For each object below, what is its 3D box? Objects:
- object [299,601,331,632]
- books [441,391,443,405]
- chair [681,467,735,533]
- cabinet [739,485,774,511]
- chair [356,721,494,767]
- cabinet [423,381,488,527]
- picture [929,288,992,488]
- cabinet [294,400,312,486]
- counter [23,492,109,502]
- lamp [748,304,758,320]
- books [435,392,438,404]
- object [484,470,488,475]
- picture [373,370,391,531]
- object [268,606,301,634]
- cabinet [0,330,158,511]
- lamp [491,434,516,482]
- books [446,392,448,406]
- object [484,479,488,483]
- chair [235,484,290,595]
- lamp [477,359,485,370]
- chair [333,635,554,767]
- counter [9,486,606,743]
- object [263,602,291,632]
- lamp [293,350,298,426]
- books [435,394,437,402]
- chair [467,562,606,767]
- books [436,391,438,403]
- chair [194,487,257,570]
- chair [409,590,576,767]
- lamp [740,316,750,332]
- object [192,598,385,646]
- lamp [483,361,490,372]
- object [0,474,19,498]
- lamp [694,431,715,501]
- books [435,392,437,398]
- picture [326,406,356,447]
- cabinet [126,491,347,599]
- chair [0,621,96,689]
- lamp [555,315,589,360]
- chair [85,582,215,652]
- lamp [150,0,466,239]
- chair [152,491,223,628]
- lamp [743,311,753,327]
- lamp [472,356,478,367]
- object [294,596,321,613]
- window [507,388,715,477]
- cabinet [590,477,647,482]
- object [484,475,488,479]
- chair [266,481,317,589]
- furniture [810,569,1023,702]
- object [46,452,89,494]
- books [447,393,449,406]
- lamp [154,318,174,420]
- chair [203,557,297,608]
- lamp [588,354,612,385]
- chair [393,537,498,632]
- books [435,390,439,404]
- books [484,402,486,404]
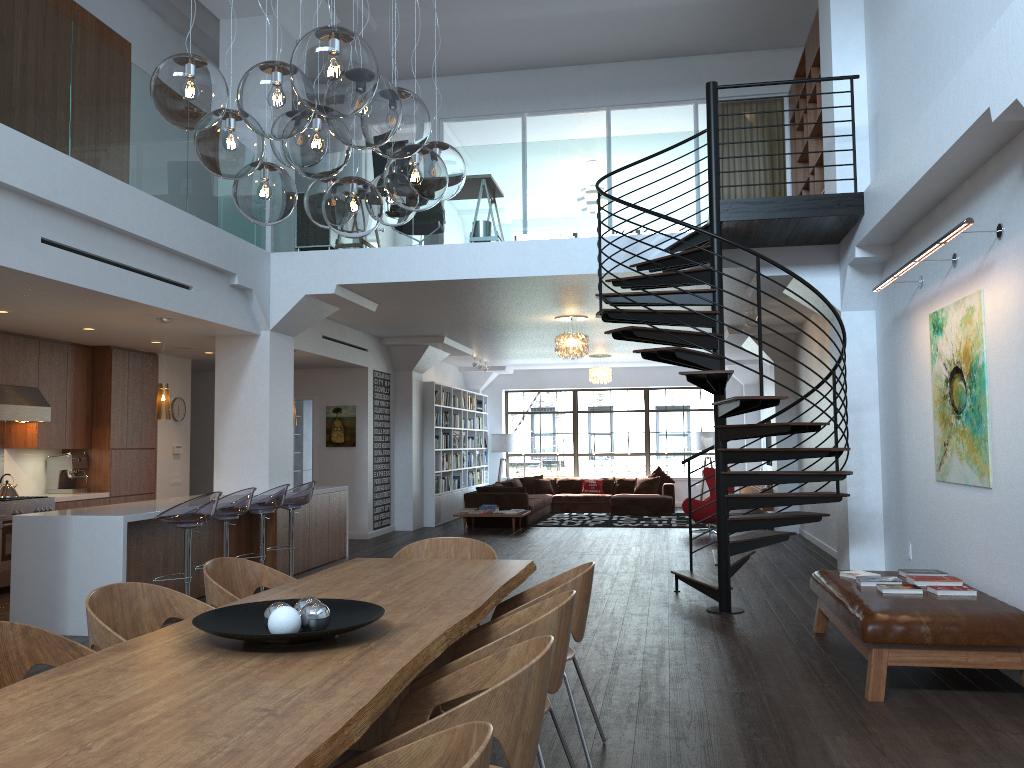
[{"bbox_3d":[-0.618,0.733,2.781,0.100,0.100,0.100,2,-5,-35],"label":"object"},{"bbox_3d":[-1.298,0.255,15.441,0.170,0.251,0.118,-1,-4,10],"label":"books"},{"bbox_3d":[3.004,1.745,13.561,0.801,1.006,0.798,-3,-5,35],"label":"chair"},{"bbox_3d":[4.507,1.947,15.968,0.459,0.350,4.501,-1,-4,10],"label":"cabinet"},{"bbox_3d":[-0.323,1.042,1.558,0.618,0.833,0.629,-1,-4,10],"label":"chair"},{"bbox_3d":[-1.127,1.313,16.994,0.461,2.414,4.500,-1,-4,10],"label":"cabinet"},{"bbox_3d":[2.943,0.057,5.858,0.010,1.200,1.095,-1,-4,10],"label":"picture"},{"bbox_3d":[-3.963,0.898,14.755,0.527,2.991,2.630,-1,-4,10],"label":"cabinet"},{"bbox_3d":[-5.136,1.090,7.728,0.600,0.050,4.387,-1,-4,10],"label":"counter"},{"bbox_3d":[2.893,-0.850,10.626,0.120,0.211,0.111,1,-4,-16],"label":"lamp"},{"bbox_3d":[-1.354,0.246,15.094,0.161,0.218,0.101,-1,-4,10],"label":"books"},{"bbox_3d":[-0.710,1.896,18.935,0.316,0.088,0.410,-1,-4,10],"label":"object"},{"bbox_3d":[-1.981,1.001,13.558,0.021,2.380,0.800,-1,-4,10],"label":"picture"},{"bbox_3d":[-0.697,0.732,2.718,0.100,0.100,0.100,2,-5,-35],"label":"object"},{"bbox_3d":[-5.062,0.706,8.205,0.598,2.499,5.299,-1,-4,10],"label":"cabinet"},{"bbox_3d":[-0.177,1.870,19.161,0.545,1.579,0.545,0,-4,-1],"label":"lamp"},{"bbox_3d":[-1.235,0.275,15.741,0.182,0.253,0.098,-1,-4,10],"label":"books"},{"bbox_3d":[-0.701,2.071,18.921,0.331,0.088,0.410,-1,-4,10],"label":"object"},{"bbox_3d":[-2.233,1.401,7.914,0.481,1.014,0.530,-1,-4,8],"label":"chair"},{"bbox_3d":[-0.603,-0.381,17.005,0.120,0.211,0.111,2,-5,-31],"label":"lamp"},{"bbox_3d":[-0.176,1.093,2.323,0.618,0.833,0.629,-1,-4,10],"label":"chair"},{"bbox_3d":[-2.225,1.415,6.948,3.039,0.860,8.182,1,-4,-19],"label":"counter"},{"bbox_3d":[-0.738,0.742,2.812,0.100,0.100,0.100,2,-5,-35],"label":"object"},{"bbox_3d":[-2.639,0.045,10.589,0.149,0.900,0.149,2,-5,-35],"label":"lamp"},{"bbox_3d":[-1.373,0.247,15.031,0.167,0.210,0.162,-1,-4,10],"label":"books"},{"bbox_3d":[0.074,1.192,3.831,0.617,0.830,0.629,-1,-4,10],"label":"chair"},{"bbox_3d":[-1.349,0.235,15.160,0.159,0.248,0.089,-1,-4,10],"label":"books"},{"bbox_3d":[-2.359,1.360,7.291,0.481,1.014,0.530,-1,-4,8],"label":"chair"},{"bbox_3d":[-0.064,1.143,3.077,0.618,0.833,0.629,-1,-4,11],"label":"chair"},{"bbox_3d":[3.069,-0.783,11.633,0.111,0.211,0.120,-4,-5,44],"label":"lamp"},{"bbox_3d":[-0.701,0.764,2.811,0.592,0.066,0.592,2,-5,-32],"label":"object"},{"bbox_3d":[-0.514,-0.347,17.515,0.120,0.211,0.111,1,-4,-16],"label":"lamp"},{"bbox_3d":[-5.063,1.016,8.889,0.222,0.235,0.222,1,-4,-15],"label":"object"},{"bbox_3d":[4.054,1.773,18.322,0.545,1.579,0.545,-2,-4,21],"label":"lamp"},{"bbox_3d":[-1.380,0.238,14.941,0.182,0.215,0.188,-1,-4,10],"label":"books"},{"bbox_3d":[-2.511,0.622,13.014,0.450,0.600,0.030,-1,-4,10],"label":"picture"},{"bbox_3d":[-2.846,1.564,8.699,0.898,0.796,4.493,-1,-4,10],"label":"cabinet"},{"bbox_3d":[-1.374,1.118,2.524,0.618,0.833,0.629,-1,-4,10],"label":"chair"},{"bbox_3d":[0.777,-0.595,11.553,0.442,0.539,0.441,2,-5,-38],"label":"lamp"},{"bbox_3d":[-1.243,1.168,3.275,0.618,0.833,0.629,-1,-4,10],"label":"chair"},{"bbox_3d":[-0.673,-1.652,3.285,0.849,2.140,1.787,-1,-4,9],"label":"lamp"},{"bbox_3d":[-2.440,1.318,6.664,0.481,1.014,0.530,-1,-4,12],"label":"chair"},{"bbox_3d":[2.982,-0.816,11.136,0.120,0.211,0.111,2,-5,-31],"label":"lamp"},{"bbox_3d":[-0.691,-0.414,16.508,0.111,0.211,0.120,-4,-5,44],"label":"lamp"},{"bbox_3d":[-0.659,0.740,2.874,0.100,0.100,0.100,2,-5,-35],"label":"object"},{"bbox_3d":[2.172,1.079,19.424,4.648,1.905,0.114,-1,-4,10],"label":"window"},{"bbox_3d":[2.093,2.303,18.802,1.520,0.625,0.350,-1,-4,10],"label":"cabinet"},{"bbox_3d":[-0.702,1.983,18.927,0.331,0.088,0.410,-1,-4,10],"label":"object"},{"bbox_3d":[-2.125,1.443,8.534,0.481,1.014,0.530,-1,-4,12],"label":"chair"},{"bbox_3d":[2.431,1.470,5.418,0.907,0.453,1.819,-1,-4,10],"label":"furniture"},{"bbox_3d":[-4.833,0.982,9.765,0.439,0.455,0.284,-1,-4,10],"label":"object"},{"bbox_3d":[-1.224,0.284,15.827,0.174,0.243,0.085,-1,-4,10],"label":"books"},{"bbox_3d":[-2.090,-0.536,8.823,2.842,1.807,0.149,3,-5,-41],"label":"lamp"},{"bbox_3d":[-1.092,1.219,4.039,0.618,0.833,0.629,-1,-4,8],"label":"chair"},{"bbox_3d":[1.646,-0.263,16.528,0.442,0.539,0.441,2,-5,-38],"label":"lamp"},{"bbox_3d":[-0.368,1.256,4.674,0.629,0.833,0.618,-1,-4,5],"label":"chair"},{"bbox_3d":[-1.340,0.236,15.202,0.170,0.251,0.118,-1,-4,10],"label":"books"},{"bbox_3d":[-0.631,0.514,19.202,0.140,0.231,0.042,-1,-4,10],"label":"books"}]
